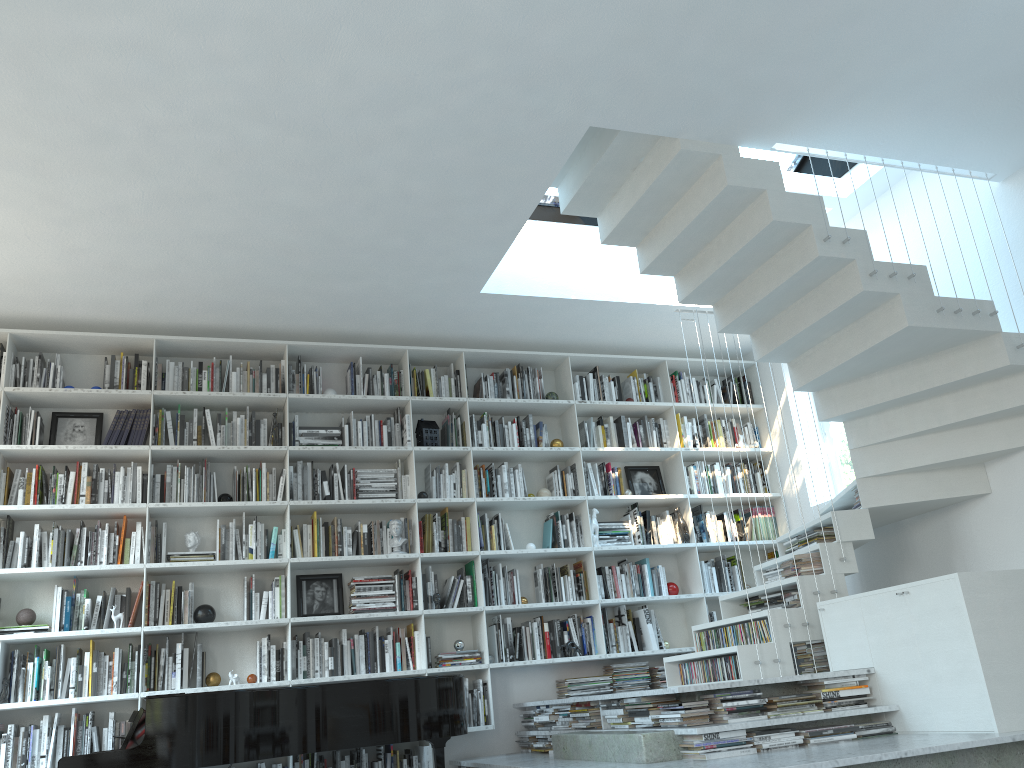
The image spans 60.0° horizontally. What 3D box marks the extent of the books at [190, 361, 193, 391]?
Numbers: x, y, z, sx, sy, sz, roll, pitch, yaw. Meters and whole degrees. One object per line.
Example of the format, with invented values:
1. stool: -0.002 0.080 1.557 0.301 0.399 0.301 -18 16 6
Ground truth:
1. books: -2.154 -0.004 5.958 0.010 0.263 0.161 1 -21 -20

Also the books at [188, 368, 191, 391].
1. books: -2.163 0.022 5.943 0.015 0.206 0.167 1 -21 -20

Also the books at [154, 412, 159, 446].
1. books: -2.305 0.334 5.759 0.023 0.255 0.175 1 -21 -20

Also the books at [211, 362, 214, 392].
1. books: -2.029 0.004 5.998 0.013 0.250 0.184 1 -21 -20

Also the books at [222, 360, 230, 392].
1. books: -1.950 -0.004 6.027 0.052 0.272 0.173 1 -21 -20

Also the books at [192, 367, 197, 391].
1. books: -2.145 0.019 5.982 0.025 0.234 0.130 1 -21 -20

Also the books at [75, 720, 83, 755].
1. books: -2.467 2.058 5.061 0.029 0.253 0.153 1 -21 -20

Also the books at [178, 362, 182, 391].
1. books: -2.222 0.000 5.933 0.023 0.250 0.171 1 -21 -20

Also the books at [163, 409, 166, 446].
1. books: -2.270 0.325 5.790 0.010 0.286 0.149 1 -21 -20

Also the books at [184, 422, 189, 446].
1. books: -2.139 0.371 5.826 0.024 0.200 0.154 1 -21 -20

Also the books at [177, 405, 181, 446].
1. books: -2.185 0.311 5.815 0.012 0.313 0.172 1 -21 -20

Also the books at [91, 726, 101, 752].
1. books: -2.374 2.074 5.075 0.059 0.215 0.178 1 -21 -20

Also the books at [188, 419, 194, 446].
1. books: -2.113 0.361 5.832 0.029 0.218 0.158 1 -21 -20

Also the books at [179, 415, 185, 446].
1. books: -2.162 0.346 5.812 0.031 0.241 0.182 1 -21 -20

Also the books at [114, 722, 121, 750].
1. books: -2.277 2.078 5.130 0.030 0.226 0.141 1 -21 -20

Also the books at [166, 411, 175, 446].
1. books: -2.235 0.334 5.806 0.067 0.273 0.168 1 -21 -20

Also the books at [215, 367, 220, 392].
1. books: -2.004 0.018 6.018 0.029 0.234 0.130 1 -21 -20

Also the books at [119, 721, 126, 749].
1. books: -2.238 2.064 5.102 0.023 0.227 0.191 1 -21 -20

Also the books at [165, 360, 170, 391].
1. books: -2.303 -0.007 5.930 0.021 0.278 0.141 1 -21 -20

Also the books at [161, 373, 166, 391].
1. books: -2.316 0.034 5.898 0.024 0.182 0.134 1 -21 -20

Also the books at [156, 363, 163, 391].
1. books: -2.339 0.002 5.885 0.029 0.236 0.157 1 -21 -20

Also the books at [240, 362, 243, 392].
1. books: -1.857 0.006 6.075 0.014 0.268 0.157 1 -21 -20

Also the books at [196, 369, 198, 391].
1. books: -2.124 0.026 5.978 0.012 0.215 0.150 1 -21 -20

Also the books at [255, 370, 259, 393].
1. books: -1.753 0.031 6.072 0.026 0.199 0.188 1 -21 -20

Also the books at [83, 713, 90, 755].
1. books: -2.429 2.039 5.072 0.022 0.289 0.138 1 -21 -20

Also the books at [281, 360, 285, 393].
1. books: -1.596 -0.001 6.156 0.026 0.287 0.176 1 -21 -20

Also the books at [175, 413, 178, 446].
1. books: -2.196 0.340 5.810 0.011 0.259 0.158 1 -21 -20

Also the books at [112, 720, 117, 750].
1. books: -2.286 2.060 5.094 0.011 0.238 0.175 1 -21 -20

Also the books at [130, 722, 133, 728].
1. books: -2.198 2.073 5.143 0.030 0.229 0.151 1 -21 -20

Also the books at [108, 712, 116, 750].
1. books: -2.313 2.046 5.120 0.025 0.286 0.131 1 -21 -20

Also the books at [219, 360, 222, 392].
1. books: -1.981 -0.006 6.019 0.013 0.275 0.165 1 -21 -20

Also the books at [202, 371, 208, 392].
1. books: -2.074 0.030 5.983 0.030 0.200 0.152 1 -21 -20

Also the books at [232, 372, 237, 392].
1. books: -1.896 0.038 6.037 0.031 0.189 0.182 1 -21 -20

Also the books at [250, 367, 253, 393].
1. books: -1.794 0.022 6.078 0.021 0.228 0.161 1 -21 -20

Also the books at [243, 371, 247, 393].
1. books: -1.837 0.035 6.080 0.029 0.212 0.142 1 -21 -20

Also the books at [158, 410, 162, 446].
1. books: -2.294 0.327 5.782 0.013 0.282 0.159 1 -21 -20

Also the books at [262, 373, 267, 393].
1. books: -1.708 0.044 6.097 0.031 0.184 0.177 1 -21 -20

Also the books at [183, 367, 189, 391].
1. books: -2.179 0.016 5.924 0.029 0.207 0.179 1 -21 -20

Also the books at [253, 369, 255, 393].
1. books: -1.772 0.028 6.069 0.013 0.206 0.178 1 -21 -20

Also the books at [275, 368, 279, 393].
1. books: -1.630 0.026 6.130 0.026 0.224 0.173 1 -21 -20

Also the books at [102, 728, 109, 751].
1. books: -2.338 2.088 5.104 0.030 0.202 0.142 1 -21 -20

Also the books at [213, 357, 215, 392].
1. books: -2.021 -0.016 6.012 0.010 0.297 0.151 1 -21 -20

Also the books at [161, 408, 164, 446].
1. books: -2.290 0.322 5.809 0.014 0.307 0.130 1 -21 -20

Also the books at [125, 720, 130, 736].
1. books: -2.227 2.073 5.143 0.026 0.235 0.141 1 -21 -20

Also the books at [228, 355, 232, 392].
1. books: -1.925 -0.019 6.057 0.014 0.314 0.166 1 -21 -20

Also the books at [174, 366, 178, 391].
1. books: -2.242 0.013 5.918 0.023 0.219 0.182 1 -21 -20

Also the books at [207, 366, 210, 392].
1. books: -2.054 0.014 5.993 0.013 0.233 0.155 1 -21 -20

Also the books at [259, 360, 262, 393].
1. books: -1.734 -0.002 6.112 0.013 0.284 0.160 1 -21 -20

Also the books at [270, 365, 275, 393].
1. books: -1.664 0.016 6.145 0.029 0.260 0.152 1 -21 -20

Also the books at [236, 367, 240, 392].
1. books: -1.874 0.020 6.061 0.026 0.235 0.135 1 -21 -20

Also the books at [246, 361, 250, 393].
1. books: -1.810 0.002 6.072 0.014 0.265 0.192 1 -21 -20

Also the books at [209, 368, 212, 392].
1. books: -2.039 0.021 5.987 0.011 0.215 0.160 1 -21 -20

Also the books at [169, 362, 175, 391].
1. books: -2.271 -0.002 5.918 0.031 0.253 0.146 1 -21 -20

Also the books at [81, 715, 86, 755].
1. books: -2.449 2.045 5.076 0.013 0.283 0.139 1 -21 -20

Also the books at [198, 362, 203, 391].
1. books: -2.107 0.002 5.992 0.028 0.267 0.152 1 -21 -20

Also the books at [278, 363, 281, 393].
1. books: -1.615 0.010 6.150 0.014 0.266 0.172 1 -21 -20

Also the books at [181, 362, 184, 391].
1. books: -2.204 0.000 5.935 0.012 0.249 0.174 1 -21 -20

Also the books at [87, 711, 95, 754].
1. books: -2.411 2.032 5.075 0.013 0.300 0.173 1 -21 -20

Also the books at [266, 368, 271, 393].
1. books: -1.687 0.024 6.124 0.026 0.236 0.149 1 -21 -20
